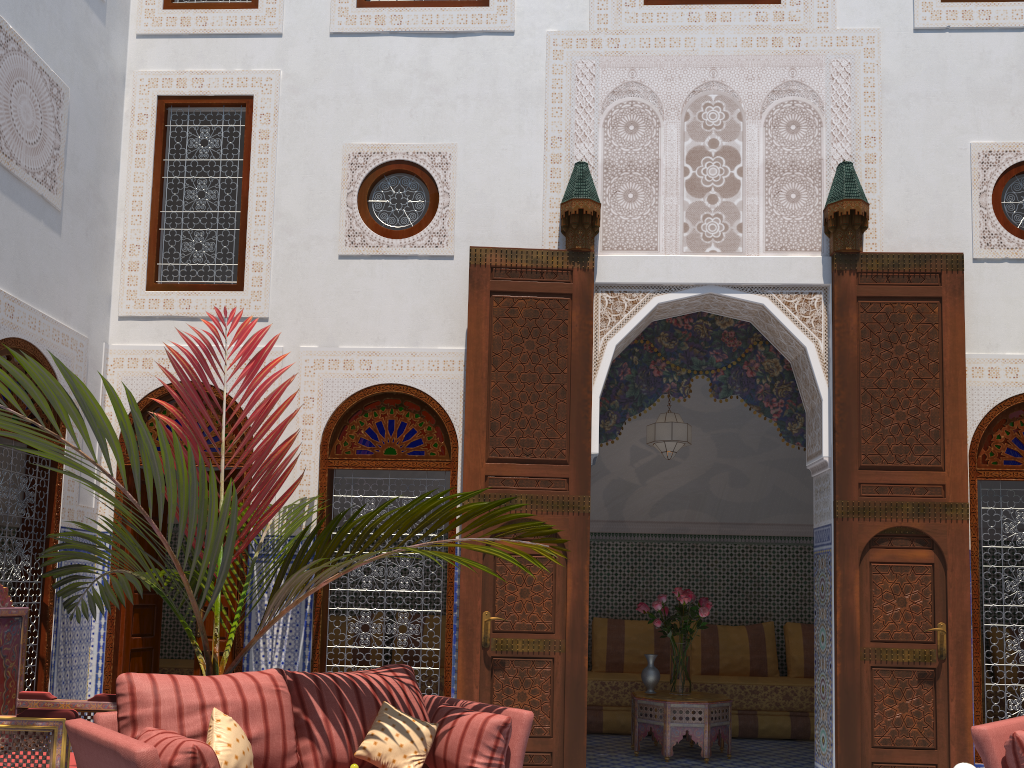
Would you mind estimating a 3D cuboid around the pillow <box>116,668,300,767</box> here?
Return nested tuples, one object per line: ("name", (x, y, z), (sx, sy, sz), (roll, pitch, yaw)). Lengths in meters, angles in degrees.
("pillow", (-0.958, 1.106, 2.773), (0.588, 0.385, 0.293), (11, -13, -42))

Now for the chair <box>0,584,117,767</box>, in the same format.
("chair", (-1.682, 1.215, 3.122), (0.503, 1.064, 0.493), (1, -6, 3))

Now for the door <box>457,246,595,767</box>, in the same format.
("door", (0.066, 0.619, 3.926), (0.583, 2.479, 0.125), (2, -5, -2))

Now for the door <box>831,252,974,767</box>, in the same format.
("door", (1.711, 0.645, 3.869), (0.583, 2.479, 0.125), (1, -5, 3))

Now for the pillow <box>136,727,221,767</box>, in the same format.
("pillow", (-0.897, 1.070, 2.361), (0.189, 0.249, 0.384), (8, -13, -40))

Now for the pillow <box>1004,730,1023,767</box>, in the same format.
("pillow", (1.760, 1.261, 2.882), (0.384, 0.249, 0.189), (11, -12, -40))

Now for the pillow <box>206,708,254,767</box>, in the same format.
("pillow", (-0.819, 1.083, 2.557), (0.133, 0.269, 0.310), (1, -10, 4))

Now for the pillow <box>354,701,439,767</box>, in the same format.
("pillow", (-0.392, 1.214, 2.996), (0.266, 0.232, 0.149), (1, -8, 4))

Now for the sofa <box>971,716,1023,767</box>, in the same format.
("sofa", (2.233, 1.356, 2.629), (0.741, 0.532, 1.376), (11, -16, -41))

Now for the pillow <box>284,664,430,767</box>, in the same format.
("pillow", (-0.546, 1.206, 3.154), (0.567, 0.368, 0.323), (11, -13, -41))

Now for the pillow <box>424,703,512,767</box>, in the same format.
("pillow", (-0.162, 1.247, 3.034), (0.189, 0.239, 0.400), (9, -13, -40))

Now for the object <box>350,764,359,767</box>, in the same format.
("object", (-0.436, 1.080, 2.199), (0.306, 0.236, 0.221), (4, -10, -16))

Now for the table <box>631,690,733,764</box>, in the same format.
("table", (0.939, 1.901, 4.890), (0.537, 0.318, 0.550), (1, -11, 3))

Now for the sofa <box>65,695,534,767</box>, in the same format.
("sofa", (-0.660, 1.333, 2.823), (1.378, 0.532, 0.739), (13, -15, -41))

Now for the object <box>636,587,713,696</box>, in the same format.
("object", (0.922, 1.434, 4.899), (0.449, 0.587, 0.340), (-3, -8, 29))

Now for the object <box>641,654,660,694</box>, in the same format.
("object", (0.776, 1.622, 4.902), (0.106, 0.210, 0.108), (0, -7, 8))
